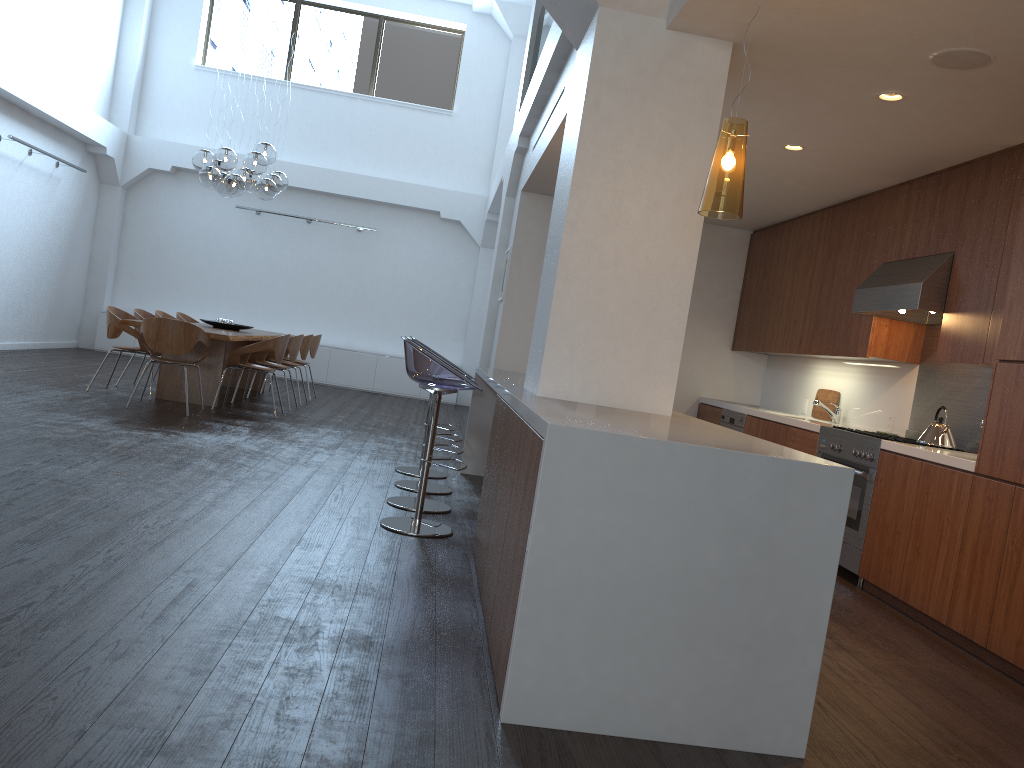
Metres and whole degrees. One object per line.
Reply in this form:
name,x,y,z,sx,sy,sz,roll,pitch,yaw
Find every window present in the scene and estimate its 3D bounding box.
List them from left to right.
window,-2.878,-5.391,14.393,3.970,1.308,0.005,9,2,-5

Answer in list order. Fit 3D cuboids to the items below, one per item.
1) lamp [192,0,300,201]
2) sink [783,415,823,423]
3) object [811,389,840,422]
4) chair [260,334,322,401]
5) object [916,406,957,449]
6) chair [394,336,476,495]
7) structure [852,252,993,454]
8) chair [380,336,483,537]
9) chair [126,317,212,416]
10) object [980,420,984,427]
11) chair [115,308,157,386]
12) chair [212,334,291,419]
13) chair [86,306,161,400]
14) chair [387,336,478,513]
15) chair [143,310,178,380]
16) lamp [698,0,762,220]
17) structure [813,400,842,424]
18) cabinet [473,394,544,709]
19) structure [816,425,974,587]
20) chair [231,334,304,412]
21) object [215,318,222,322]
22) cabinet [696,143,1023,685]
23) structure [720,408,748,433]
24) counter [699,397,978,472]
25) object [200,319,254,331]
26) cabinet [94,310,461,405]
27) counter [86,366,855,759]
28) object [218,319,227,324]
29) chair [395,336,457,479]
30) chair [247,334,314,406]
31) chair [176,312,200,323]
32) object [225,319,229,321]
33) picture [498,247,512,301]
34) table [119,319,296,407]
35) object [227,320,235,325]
lamp,-2.796,-3.044,9.549,0.849,2.140,1.787,9,2,-6
sink,2.225,0.344,6.787,0.440,0.137,0.740,9,2,-5
object,2.515,0.168,7.115,0.041,0.250,0.399,9,2,-5
chair,-2.746,-0.258,11.169,0.618,0.833,0.629,9,2,-5
object,2.521,0.245,5.224,0.222,0.235,0.222,8,3,-30
chair,-0.527,0.213,6.056,0.481,1.014,0.530,9,2,-7
structure,2.484,-0.202,5.437,0.529,1.110,0.811,9,2,-5
chair,-0.437,0.280,4.793,0.481,1.014,0.530,9,2,-3
chair,-3.101,-0.183,8.065,0.629,0.833,0.618,9,2,-10
object,2.534,0.192,4.321,0.439,0.455,0.284,9,2,-5
chair,-3.795,-0.354,9.530,0.618,0.833,0.629,9,2,-4
chair,-2.570,-0.133,8.868,0.618,0.833,0.629,9,2,-7
chair,-3.736,-0.314,8.766,0.617,0.830,0.629,9,2,-5
chair,-0.490,0.246,5.421,0.481,1.014,0.530,9,2,-7
chair,-3.878,-0.399,10.289,0.618,0.833,0.629,9,2,-5
lamp,0.771,-1.012,2.974,0.149,0.900,0.149,11,3,40
structure,2.400,0.211,6.773,0.263,0.155,0.064,8,3,-22
cabinet,0.280,0.496,4.819,0.898,0.796,4.493,9,2,-5
structure,2.262,0.778,5.473,0.662,0.919,0.811,9,2,-5
chair,-2.618,-0.173,9.646,0.618,0.833,0.629,9,2,-5
object,-3.289,-0.693,9.969,0.100,0.100,0.100,11,3,40
cabinet,2.382,-0.071,5.892,0.598,2.499,5.299,9,2,-5
structure,1.828,0.593,7.539,0.041,0.736,0.594,9,2,-5
counter,2.278,0.313,6.363,0.600,0.050,4.387,9,2,-5
object,-3.206,-0.651,9.961,0.592,0.066,0.592,11,3,43
cabinet,-3.615,-0.411,14.035,5.580,0.626,0.478,9,2,-5
counter,-0.752,0.246,6.350,3.039,0.860,8.182,7,3,-35
object,-3.226,-0.679,9.890,0.100,0.100,0.100,11,3,40
chair,-0.608,0.174,6.682,0.481,1.014,0.530,9,2,-3
chair,-2.682,-0.215,10.406,0.618,0.833,0.629,9,2,-5
chair,-3.930,-0.440,11.066,0.618,0.833,0.629,9,2,-5
object,-3.230,-0.684,10.051,0.100,0.100,0.100,11,3,40
picture,-0.072,-1.062,8.632,0.018,0.500,0.500,9,2,-5
table,-3.271,-0.249,9.983,1.012,0.750,3.803,9,2,-5
object,-3.167,-0.668,9.970,0.100,0.100,0.100,11,3,40
